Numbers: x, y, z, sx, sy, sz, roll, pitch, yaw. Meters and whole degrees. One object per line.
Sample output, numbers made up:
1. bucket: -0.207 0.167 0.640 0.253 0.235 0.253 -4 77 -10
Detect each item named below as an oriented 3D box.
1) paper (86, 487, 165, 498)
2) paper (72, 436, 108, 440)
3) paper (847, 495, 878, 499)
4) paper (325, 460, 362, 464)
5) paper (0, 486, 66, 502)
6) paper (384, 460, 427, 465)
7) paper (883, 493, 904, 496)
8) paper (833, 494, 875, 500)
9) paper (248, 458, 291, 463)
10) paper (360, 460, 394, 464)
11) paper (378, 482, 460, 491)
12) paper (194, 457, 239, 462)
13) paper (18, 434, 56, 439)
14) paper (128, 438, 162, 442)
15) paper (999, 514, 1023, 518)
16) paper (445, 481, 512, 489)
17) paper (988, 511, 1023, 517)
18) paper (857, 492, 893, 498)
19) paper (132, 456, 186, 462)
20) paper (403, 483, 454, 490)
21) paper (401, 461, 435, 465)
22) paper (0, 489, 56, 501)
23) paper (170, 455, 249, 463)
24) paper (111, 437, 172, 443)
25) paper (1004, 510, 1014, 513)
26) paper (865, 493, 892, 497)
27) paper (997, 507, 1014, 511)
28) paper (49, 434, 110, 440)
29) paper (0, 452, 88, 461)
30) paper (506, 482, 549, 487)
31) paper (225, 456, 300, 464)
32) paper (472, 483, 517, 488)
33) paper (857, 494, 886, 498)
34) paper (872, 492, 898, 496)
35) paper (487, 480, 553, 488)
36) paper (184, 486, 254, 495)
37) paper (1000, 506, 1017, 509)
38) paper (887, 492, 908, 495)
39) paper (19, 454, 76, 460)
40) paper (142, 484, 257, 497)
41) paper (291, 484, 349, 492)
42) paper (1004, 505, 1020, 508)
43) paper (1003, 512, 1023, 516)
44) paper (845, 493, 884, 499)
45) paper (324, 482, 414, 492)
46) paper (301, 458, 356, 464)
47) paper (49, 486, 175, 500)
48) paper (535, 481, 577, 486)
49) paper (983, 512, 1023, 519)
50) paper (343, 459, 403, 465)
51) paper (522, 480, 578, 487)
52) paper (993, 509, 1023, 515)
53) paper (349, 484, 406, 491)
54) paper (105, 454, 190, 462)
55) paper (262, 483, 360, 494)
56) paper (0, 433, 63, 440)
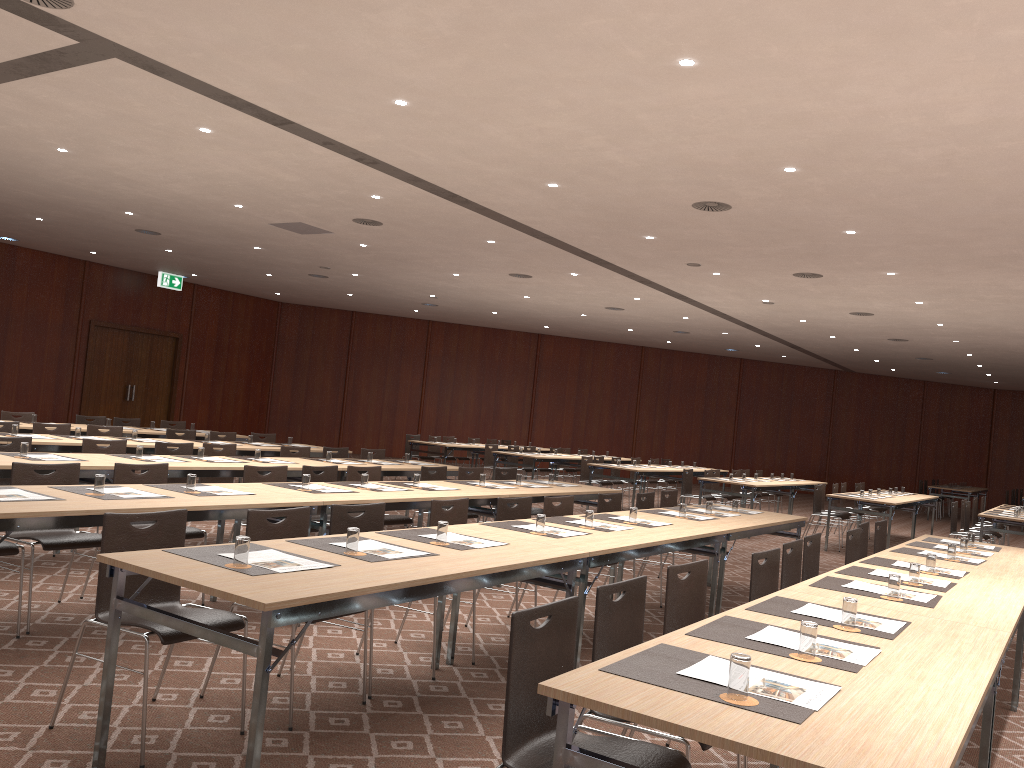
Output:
1. paper: -2.307 0.646 5.298 0.398 0.006 0.284 4 -2 33
2. paper: -4.438 0.574 9.381 0.398 0.006 0.284 5 -2 30
3. paper: 5.260 1.697 13.310 0.398 0.006 0.284 5 -2 33
4. paper: -1.860 0.845 9.644 0.398 0.006 0.284 5 -2 30
5. paper: -2.750 0.585 4.719 0.565 0.003 0.460 4 -2 33
6. paper: -1.247 0.949 10.726 0.565 0.003 0.460 4 -2 34
7. paper: 6.493 1.889 15.219 0.398 0.006 0.284 5 -2 32
8. paper: 5.162 1.691 13.304 0.565 0.003 0.460 5 -2 33
9. paper: -2.388 0.762 8.802 0.398 0.006 0.284 4 -2 33
10. paper: -1.528 0.898 10.180 0.398 0.006 0.284 5 -2 30
11. paper: -0.801 0.888 7.710 0.565 0.003 0.460 5 -2 32
12. paper: -2.758 0.706 8.289 0.398 0.006 0.284 4 -2 35
13. paper: -4.773 0.521 8.830 0.398 0.006 0.284 4 -2 36
14. paper: -4.079 0.630 9.915 0.398 0.006 0.284 4 -2 35
15. paper: 6.938 1.829 12.233 0.398 0.006 0.284 5 -2 32
16. paper: -0.295 0.968 8.528 0.565 0.003 0.460 4 -2 34
17. paper: 7.193 1.879 12.792 0.565 0.003 0.460 4 -2 35
18. paper: 5.894 1.804 14.413 0.565 0.003 0.460 4 -2 34
19. paper: -3.091 0.653 7.730 0.398 0.006 0.284 4 -2 34
20. paper: -0.710 0.895 7.752 0.398 0.006 0.284 4 -2 35
21. paper: -1.160 0.955 10.750 0.398 0.006 0.284 4 -2 34
22. paper: -2.677 0.588 4.729 0.398 0.006 0.284 4 -2 34
23. paper: -2.823 0.704 8.295 0.565 0.003 0.460 5 -2 31
24. paper: -4.131 0.628 9.913 0.565 0.003 0.460 5 -2 32
25. paper: 7.621 1.937 13.338 0.398 0.006 0.284 5 -2 32
26. paper: 5.951 1.807 14.433 0.398 0.006 0.284 5 -2 31
27. paper: 8.049 2.012 14.120 0.565 0.003 0.460 4 -2 33
28. paper: -4.515 0.570 9.367 0.565 0.003 0.460 4 -2 35
29. paper: -3.685 0.568 6.926 0.565 0.003 0.460 5 -2 31
30. paper: 0.151 1.029 9.087 0.398 0.006 0.284 4 -2 35
31. paper: -2.484 0.757 8.832 0.565 0.003 0.460 4 -2 33
32. paper: -0.195 0.975 8.544 0.398 0.006 0.284 4 -2 33
33. paper: 5.609 1.752 13.862 0.398 0.006 0.284 4 -2 33
34. paper: 6.404 1.884 15.218 0.565 0.003 0.460 4 -2 34
35. paper: 0.065 1.024 9.077 0.565 0.003 0.460 4 -2 35
36. paper: -1.945 0.703 5.862 0.398 0.006 0.284 5 -2 32
37. paper: 8.399 2.068 14.677 0.565 0.003 0.460 5 -2 30
38. paper: 6.822 1.942 15.751 0.398 0.006 0.284 4 -3 37
39. paper: -3.606 0.571 6.911 0.398 0.006 0.284 5 -2 32
40. paper: -2.051 0.695 5.827 0.565 0.003 0.460 5 -2 32
41. paper: -1.439 0.782 6.665 0.398 0.006 0.284 4 -2 33
42. paper: 8.767 2.124 15.223 0.565 0.003 0.460 5 -2 33
43. paper: 7.281 1.883 12.767 0.398 0.006 0.284 4 -2 35
44. paper: 5.523 1.746 13.846 0.565 0.003 0.460 4 -2 33
45. paper: -1.160 0.834 7.215 0.565 0.003 0.460 5 -2 31
46. paper: -1.946 0.841 9.656 0.565 0.003 0.460 4 -2 33
47. paper: -2.371 0.642 5.254 0.565 0.003 0.460 5 -2 32
48. paper: 0.487 1.083 9.635 0.398 0.006 0.284 5 -2 33
49. paper: 6.846 1.824 12.248 0.565 0.003 0.460 4 -2 33
50. paper: -1.597 0.894 10.167 0.565 0.003 0.460 5 -2 31
51. paper: 0.407 1.079 9.652 0.565 0.003 0.460 5 -2 32
52. paper: 7.544 1.932 13.305 0.565 0.003 0.460 5 -2 30
53. paper: -1.085 0.837 7.198 0.398 0.006 0.284 5 -2 31
54. paper: -3.178 0.648 7.752 0.565 0.003 0.460 5 -2 31
55. paper: -1.506 0.779 6.641 0.565 0.003 0.460 4 -2 35
56. paper: -4.846 0.517 8.806 0.565 0.003 0.460 5 -2 29
